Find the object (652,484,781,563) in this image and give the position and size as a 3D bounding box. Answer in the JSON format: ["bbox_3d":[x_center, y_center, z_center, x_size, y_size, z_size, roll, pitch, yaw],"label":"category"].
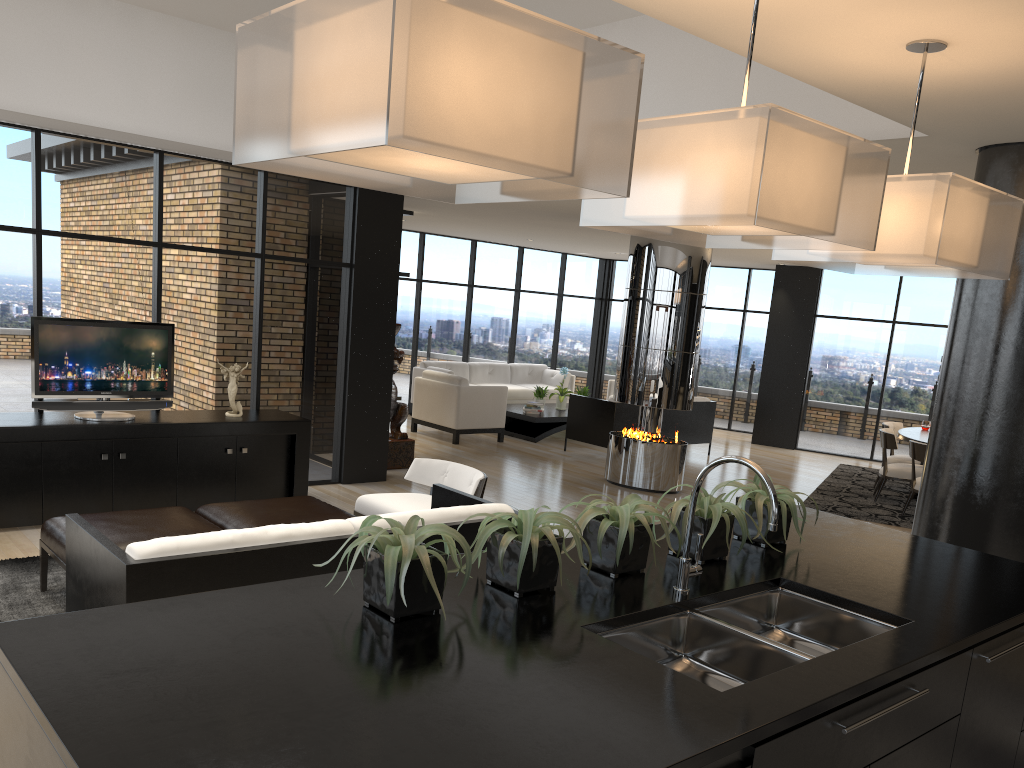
[{"bbox_3d":[0.621,0.441,2.927,0.398,0.243,0.400,3,7,-17],"label":"object"}]

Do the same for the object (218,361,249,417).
[{"bbox_3d":[-2.213,0.033,7.036,0.256,0.466,0.104,-3,13,-40],"label":"object"}]

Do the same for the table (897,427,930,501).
[{"bbox_3d":[4.988,0.992,10.064,1.201,0.780,2.091,9,7,28],"label":"table"}]

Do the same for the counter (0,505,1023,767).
[{"bbox_3d":[0.448,0.608,2.447,3.109,0.032,1.166,1,7,-41],"label":"counter"}]

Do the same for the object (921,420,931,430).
[{"bbox_3d":[4.963,0.495,10.584,0.094,0.107,0.095,11,10,37],"label":"object"}]

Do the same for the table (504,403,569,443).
[{"bbox_3d":[0.656,0.549,12.958,2.028,0.356,1.249,0,7,-41],"label":"table"}]

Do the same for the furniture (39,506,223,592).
[{"bbox_3d":[-2.044,0.989,4.872,0.826,0.490,0.818,-1,9,-41],"label":"furniture"}]

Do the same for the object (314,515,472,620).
[{"bbox_3d":[-0.262,0.447,2.121,0.398,0.220,0.400,3,7,-17],"label":"object"}]

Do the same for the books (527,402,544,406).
[{"bbox_3d":[0.323,0.270,12.194,0.183,0.027,0.154,10,7,39],"label":"books"}]

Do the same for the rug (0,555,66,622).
[{"bbox_3d":[-1.672,1.248,5.030,3.028,0.012,2.452,1,7,-40],"label":"rug"}]

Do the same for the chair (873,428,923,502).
[{"bbox_3d":[4.355,0.940,9.829,0.613,0.818,0.636,8,9,19],"label":"chair"}]

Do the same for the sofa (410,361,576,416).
[{"bbox_3d":[-0.243,0.116,13.990,2.690,0.868,0.844,0,9,-41],"label":"sofa"}]

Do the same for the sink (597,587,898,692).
[{"bbox_3d":[0.628,0.734,2.317,0.920,0.162,0.455,0,8,-41],"label":"sink"}]

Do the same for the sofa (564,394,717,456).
[{"bbox_3d":[1.727,0.527,11.752,2.028,0.815,0.828,0,9,-41],"label":"sofa"}]

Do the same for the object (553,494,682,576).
[{"bbox_3d":[0.277,0.445,2.664,0.407,0.220,0.392,3,7,-17],"label":"object"}]

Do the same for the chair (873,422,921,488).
[{"bbox_3d":[4.717,0.900,10.607,0.610,0.818,0.639,11,11,36],"label":"chair"}]

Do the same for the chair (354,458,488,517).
[{"bbox_3d":[-0.583,0.911,6.083,0.683,0.685,0.795,-2,10,-41],"label":"chair"}]

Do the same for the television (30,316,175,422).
[{"bbox_3d":[-2.953,-0.107,6.424,0.934,0.722,0.402,2,10,-23],"label":"television"}]

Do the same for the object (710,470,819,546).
[{"bbox_3d":[0.947,0.447,3.177,0.407,0.243,0.392,3,7,-17],"label":"object"}]

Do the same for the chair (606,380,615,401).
[{"bbox_3d":[2.146,0.311,14.199,0.853,0.868,0.989,-2,10,-41],"label":"chair"}]

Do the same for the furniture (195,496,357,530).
[{"bbox_3d":[-1.402,0.995,5.429,0.826,0.490,0.818,-1,9,-41],"label":"furniture"}]

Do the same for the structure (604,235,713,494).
[{"bbox_3d":[1.537,-0.255,9.341,0.884,2.784,0.583,12,13,36],"label":"structure"}]

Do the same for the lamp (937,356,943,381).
[{"bbox_3d":[4.751,-0.662,9.008,0.532,1.349,0.530,10,11,25],"label":"lamp"}]

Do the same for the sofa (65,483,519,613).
[{"bbox_3d":[-0.971,0.973,4.318,2.028,0.815,0.828,0,9,-41],"label":"sofa"}]

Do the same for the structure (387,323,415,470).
[{"bbox_3d":[-1.413,0.063,9.395,0.515,1.618,0.722,-4,13,-41],"label":"structure"}]

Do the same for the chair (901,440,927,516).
[{"bbox_3d":[4.387,1.016,9.033,0.615,0.818,0.634,-1,10,-35],"label":"chair"}]

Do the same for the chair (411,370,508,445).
[{"bbox_3d":[-0.691,0.284,11.749,0.853,0.868,0.989,-2,10,-41],"label":"chair"}]

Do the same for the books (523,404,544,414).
[{"bbox_3d":[0.300,0.344,12.211,0.307,0.128,0.220,5,7,-3],"label":"books"}]

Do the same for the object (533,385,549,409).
[{"bbox_3d":[0.405,0.187,12.682,0.283,0.375,0.212,7,9,12],"label":"object"}]

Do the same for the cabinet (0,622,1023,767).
[{"bbox_3d":[0.401,1.140,2.546,3.109,1.053,1.165,0,9,-41],"label":"cabinet"}]

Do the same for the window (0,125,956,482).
[{"bbox_3d":[0.287,-1.274,7.791,10.041,4.855,15.812,10,7,35],"label":"window"}]

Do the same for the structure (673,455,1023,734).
[{"bbox_3d":[0.633,0.717,2.245,2.771,1.033,0.647,0,10,-41],"label":"structure"}]

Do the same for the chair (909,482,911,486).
[{"bbox_3d":[5.453,0.929,11.007,0.614,0.818,0.635,-3,12,-42],"label":"chair"}]

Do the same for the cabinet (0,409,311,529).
[{"bbox_3d":[-3.025,0.615,6.537,3.034,0.751,0.613,0,9,-41],"label":"cabinet"}]

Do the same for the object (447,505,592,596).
[{"bbox_3d":[-0.006,0.432,2.414,0.407,0.243,0.392,3,7,-17],"label":"object"}]

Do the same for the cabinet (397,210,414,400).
[{"bbox_3d":[-2.508,-0.752,10.797,1.183,2.782,2.629,-3,11,-40],"label":"cabinet"}]

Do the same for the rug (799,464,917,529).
[{"bbox_3d":[4.995,1.370,10.183,2.701,0.011,3.694,8,6,26],"label":"rug"}]

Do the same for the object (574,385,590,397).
[{"bbox_3d":[1.052,0.195,13.225,0.282,0.375,0.213,9,10,26],"label":"object"}]

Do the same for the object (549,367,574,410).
[{"bbox_3d":[0.759,0.063,12.912,0.356,0.640,0.364,1,10,-22],"label":"object"}]
